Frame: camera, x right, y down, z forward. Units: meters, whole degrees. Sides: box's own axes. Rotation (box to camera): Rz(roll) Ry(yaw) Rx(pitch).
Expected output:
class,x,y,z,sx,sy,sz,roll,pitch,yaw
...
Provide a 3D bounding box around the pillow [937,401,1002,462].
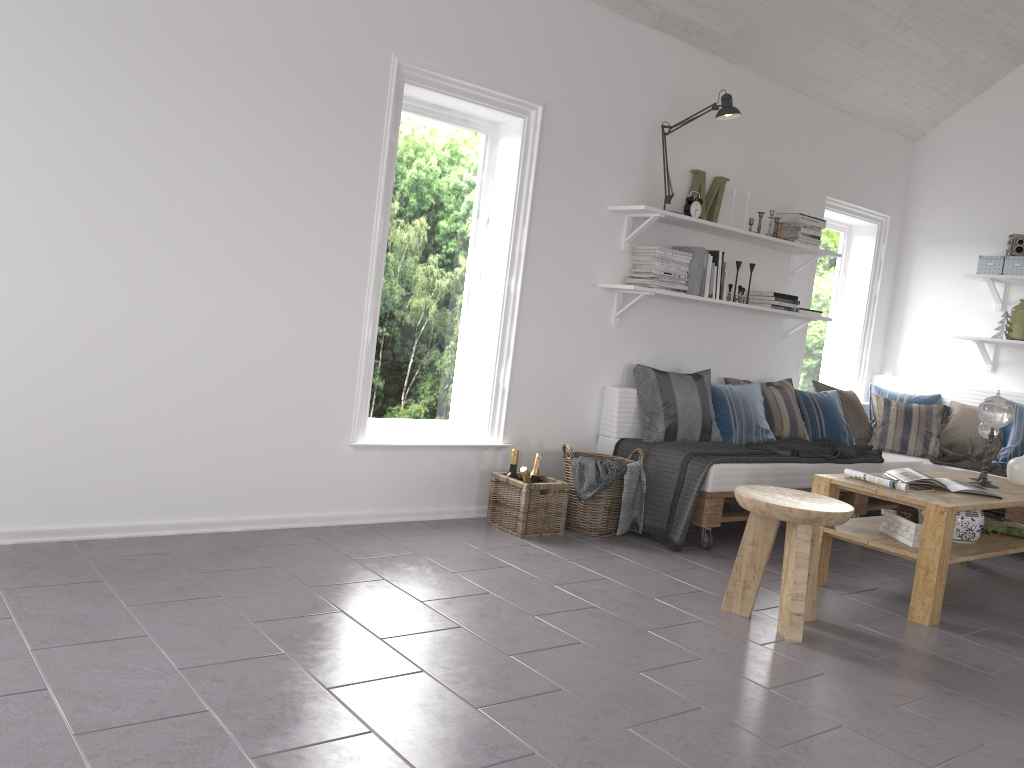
class,x,y,z,sx,sy,sz,roll,pitch,yaw
pillow,2.992,0.330,5.717,0.366,0.381,0.521,3,6,-42

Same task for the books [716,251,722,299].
class,x,y,z,sx,sy,sz,roll,pitch,yaw
books,1.111,-0.626,5.094,0.054,0.272,0.200,3,6,-38

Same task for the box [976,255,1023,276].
class,x,y,z,sx,sy,sz,roll,pitch,yaw
box,3.294,-0.764,5.850,0.242,0.131,0.332,3,6,-38

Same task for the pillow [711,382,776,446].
class,x,y,z,sx,sy,sz,roll,pitch,yaw
pillow,1.297,0.182,5.177,0.525,0.401,0.331,5,5,-19

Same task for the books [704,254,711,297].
class,x,y,z,sx,sy,sz,roll,pitch,yaw
books,1.030,-0.617,5.032,0.019,0.243,0.205,3,6,-38

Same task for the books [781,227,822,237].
class,x,y,z,sx,sy,sz,roll,pitch,yaw
books,1.822,-0.958,5.599,0.223,0.026,0.161,3,6,-38

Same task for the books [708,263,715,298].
class,x,y,z,sx,sy,sz,roll,pitch,yaw
books,1.085,-0.590,5.038,0.044,0.203,0.141,3,6,-38

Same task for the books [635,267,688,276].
class,x,y,z,sx,sy,sz,roll,pitch,yaw
books,0.826,-0.620,4.902,0.254,0.012,0.161,3,6,-38

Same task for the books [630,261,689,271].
class,x,y,z,sx,sy,sz,roll,pitch,yaw
books,0.815,-0.654,4.916,0.288,0.016,0.182,3,6,-38

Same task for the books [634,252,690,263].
class,x,y,z,sx,sy,sz,roll,pitch,yaw
books,0.828,-0.697,4.897,0.273,0.021,0.174,3,6,-38

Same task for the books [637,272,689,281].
class,x,y,z,sx,sy,sz,roll,pitch,yaw
books,0.833,-0.595,4.909,0.256,0.013,0.161,3,6,-38

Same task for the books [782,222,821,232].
class,x,y,z,sx,sy,sz,roll,pitch,yaw
books,1.808,-0.985,5.576,0.223,0.027,0.161,3,6,-38

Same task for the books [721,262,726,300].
class,x,y,z,sx,sy,sz,roll,pitch,yaw
books,1.153,-0.596,5.118,0.047,0.219,0.171,3,6,-38

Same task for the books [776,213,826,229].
class,x,y,z,sx,sy,sz,roll,pitch,yaw
books,1.819,-1.025,5.583,0.290,0.053,0.176,3,6,-38

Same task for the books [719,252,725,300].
class,x,y,z,sx,sy,sz,roll,pitch,yaw
books,1.128,-0.626,5.110,0.048,0.274,0.210,3,6,-38

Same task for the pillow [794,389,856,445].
class,x,y,z,sx,sy,sz,roll,pitch,yaw
pillow,1.959,0.236,5.665,0.523,0.408,0.341,5,5,-23

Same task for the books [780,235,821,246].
class,x,y,z,sx,sy,sz,roll,pitch,yaw
books,1.802,-0.906,5.584,0.239,0.032,0.172,3,6,-38

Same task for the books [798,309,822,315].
class,x,y,z,sx,sy,sz,roll,pitch,yaw
books,1.833,-0.465,5.682,0.248,0.014,0.187,3,6,-40

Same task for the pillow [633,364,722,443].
class,x,y,z,sx,sy,sz,roll,pitch,yaw
pillow,0.921,0.124,4.931,0.534,0.444,0.301,5,5,-22

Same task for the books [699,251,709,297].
class,x,y,z,sx,sy,sz,roll,pitch,yaw
books,1.015,-0.624,5.012,0.046,0.257,0.193,3,6,-38

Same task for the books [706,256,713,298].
class,x,y,z,sx,sy,sz,roll,pitch,yaw
books,1.043,-0.612,5.044,0.031,0.236,0.200,3,6,-38

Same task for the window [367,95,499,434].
class,x,y,z,sx,sy,sz,roll,pitch,yaw
window,-0.423,-0.548,4.365,0.685,1.655,0.117,3,6,-38

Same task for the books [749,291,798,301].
class,x,y,z,sx,sy,sz,roll,pitch,yaw
books,1.623,-0.548,5.506,0.239,0.028,0.190,4,5,-36

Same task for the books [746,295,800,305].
class,x,y,z,sx,sy,sz,roll,pitch,yaw
books,1.625,-0.523,5.516,0.258,0.023,0.212,3,6,-38

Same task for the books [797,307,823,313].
class,x,y,z,sx,sy,sz,roll,pitch,yaw
books,1.832,-0.478,5.688,0.251,0.012,0.202,4,6,-37

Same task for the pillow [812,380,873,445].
class,x,y,z,sx,sy,sz,roll,pitch,yaw
pillow,2.243,0.217,5.972,0.545,0.438,0.334,4,5,-33

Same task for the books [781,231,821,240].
class,x,y,z,sx,sy,sz,roll,pitch,yaw
books,1.808,-0.933,5.587,0.238,0.024,0.152,3,6,-38

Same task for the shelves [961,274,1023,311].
class,x,y,z,sx,sy,sz,roll,pitch,yaw
shelves,3.653,-0.505,5.310,0.269,0.212,1.820,3,6,-38

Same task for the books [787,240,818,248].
class,x,y,z,sx,sy,sz,roll,pitch,yaw
books,1.781,-0.876,5.587,0.239,0.032,0.172,3,6,-38

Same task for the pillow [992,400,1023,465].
class,x,y,z,sx,sy,sz,roll,pitch,yaw
pillow,3.239,0.332,5.388,0.526,0.428,0.311,9,5,30

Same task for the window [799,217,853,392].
class,x,y,z,sx,sy,sz,roll,pitch,yaw
window,2.145,-0.397,6.438,0.685,1.655,0.052,3,6,-38

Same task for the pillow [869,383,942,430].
class,x,y,z,sx,sy,sz,roll,pitch,yaw
pillow,2.726,0.246,6.172,0.534,0.437,0.287,9,5,24

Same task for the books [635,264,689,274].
class,x,y,z,sx,sy,sz,roll,pitch,yaw
books,0.828,-0.635,4.912,0.263,0.017,0.167,3,6,-38

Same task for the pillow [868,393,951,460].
class,x,y,z,sx,sy,sz,roll,pitch,yaw
pillow,2.628,0.295,5.894,0.516,0.392,0.358,9,5,21

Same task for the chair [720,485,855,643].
class,x,y,z,sx,sy,sz,roll,pitch,yaw
chair,1.017,0.661,3.317,0.431,0.479,0.431,3,6,-41

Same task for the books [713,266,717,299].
class,x,y,z,sx,sy,sz,roll,pitch,yaw
books,1.105,-0.580,5.050,0.042,0.185,0.125,3,6,-38

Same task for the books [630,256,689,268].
class,x,y,z,sx,sy,sz,roll,pitch,yaw
books,0.815,-0.676,4.911,0.296,0.028,0.180,3,6,-38

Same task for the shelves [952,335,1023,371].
class,x,y,z,sx,sy,sz,roll,pitch,yaw
shelves,3.604,-0.099,5.342,0.269,0.212,1.820,3,6,-38

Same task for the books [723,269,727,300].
class,x,y,z,sx,sy,sz,roll,pitch,yaw
books,1.172,-0.578,5.135,0.045,0.185,0.152,3,6,-38

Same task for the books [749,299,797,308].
class,x,y,z,sx,sy,sz,roll,pitch,yaw
books,1.621,-0.500,5.506,0.242,0.023,0.191,3,6,-40

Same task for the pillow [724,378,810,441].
class,x,y,z,sx,sy,sz,roll,pitch,yaw
pillow,1.580,0.175,5.436,0.546,0.438,0.316,5,5,-26

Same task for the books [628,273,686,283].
class,x,y,z,sx,sy,sz,roll,pitch,yaw
books,0.798,-0.584,4.914,0.288,0.016,0.182,3,6,-38

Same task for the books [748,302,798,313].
class,x,y,z,sx,sy,sz,roll,pitch,yaw
books,1.620,-0.473,5.518,0.258,0.032,0.191,4,5,-36

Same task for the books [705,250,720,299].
class,x,y,z,sx,sy,sz,roll,pitch,yaw
books,1.098,-0.628,5.081,0.038,0.274,0.200,3,6,-38

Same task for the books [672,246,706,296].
class,x,y,z,sx,sy,sz,roll,pitch,yaw
books,0.977,-0.634,4.983,0.050,0.271,0.200,3,6,-38

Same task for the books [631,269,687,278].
class,x,y,z,sx,sy,sz,roll,pitch,yaw
books,0.813,-0.609,4.901,0.285,0.012,0.159,3,6,-38

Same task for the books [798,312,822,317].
class,x,y,z,sx,sy,sz,roll,pitch,yaw
books,1.835,-0.451,5.685,0.253,0.014,0.187,3,6,-38
